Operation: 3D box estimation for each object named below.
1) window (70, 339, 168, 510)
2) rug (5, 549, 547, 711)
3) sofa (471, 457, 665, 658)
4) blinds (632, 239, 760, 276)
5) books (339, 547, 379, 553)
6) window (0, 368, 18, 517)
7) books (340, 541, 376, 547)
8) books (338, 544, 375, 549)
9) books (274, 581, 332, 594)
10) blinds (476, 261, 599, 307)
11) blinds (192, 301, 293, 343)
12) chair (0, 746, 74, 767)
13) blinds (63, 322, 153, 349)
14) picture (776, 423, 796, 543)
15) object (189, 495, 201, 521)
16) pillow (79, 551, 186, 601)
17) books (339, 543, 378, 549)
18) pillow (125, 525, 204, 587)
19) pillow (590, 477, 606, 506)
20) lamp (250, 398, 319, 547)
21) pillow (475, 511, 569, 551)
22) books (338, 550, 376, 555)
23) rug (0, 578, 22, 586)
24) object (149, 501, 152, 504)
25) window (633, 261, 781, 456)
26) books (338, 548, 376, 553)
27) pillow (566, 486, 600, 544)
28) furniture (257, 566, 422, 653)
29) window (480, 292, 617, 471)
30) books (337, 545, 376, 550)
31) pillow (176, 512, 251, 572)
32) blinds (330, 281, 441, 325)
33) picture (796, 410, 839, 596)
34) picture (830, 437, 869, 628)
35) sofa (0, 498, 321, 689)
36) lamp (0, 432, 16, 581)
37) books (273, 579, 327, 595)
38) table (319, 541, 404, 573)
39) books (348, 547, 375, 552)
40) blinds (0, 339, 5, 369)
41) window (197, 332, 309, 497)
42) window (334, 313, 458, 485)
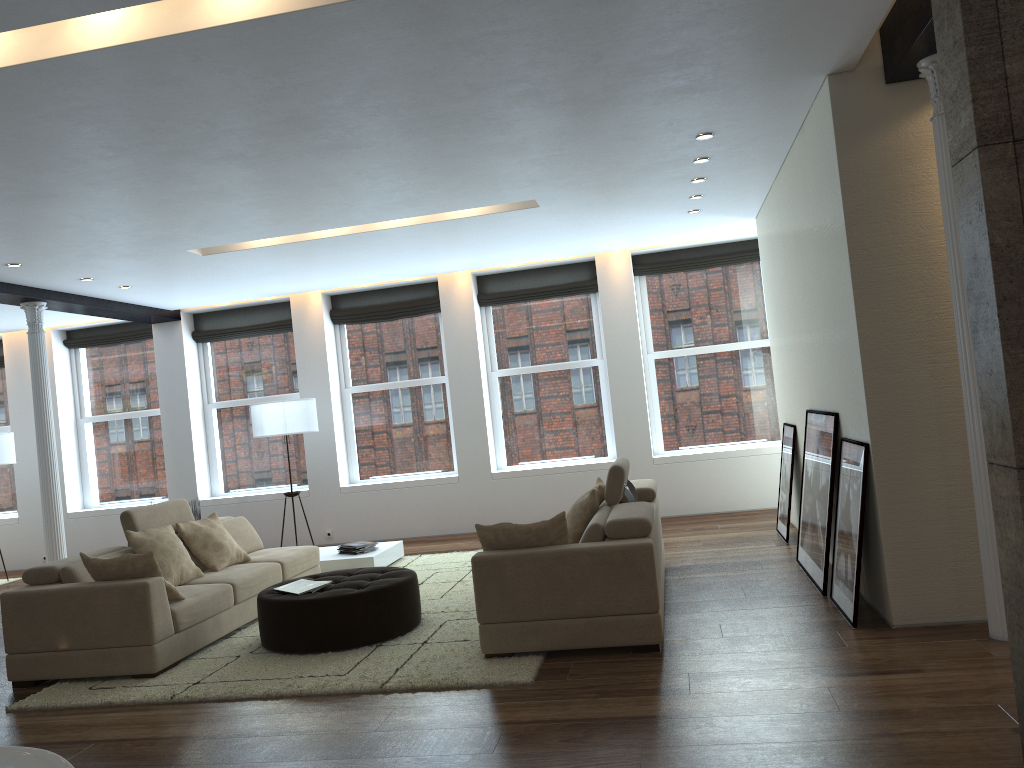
[{"bbox_3d":[-4.961,0.430,11.389,1.391,2.400,0.123,-6,-2,10],"label":"window"},{"bbox_3d":[-0.990,1.673,6.759,2.972,0.020,4.231,-6,-2,10],"label":"rug"},{"bbox_3d":[0.485,1.029,6.069,1.021,0.950,2.581,-6,-2,10],"label":"sofa"},{"bbox_3d":[2.157,-1.437,10.092,1.563,0.275,0.156,-6,-2,10],"label":"blinds"},{"bbox_3d":[-1.450,1.576,8.411,0.300,0.010,0.220,-7,-2,30],"label":"books"},{"bbox_3d":[-6.986,0.655,11.743,1.345,2.400,0.123,-6,-2,10],"label":"window"},{"bbox_3d":[-1.457,1.518,8.413,0.220,0.010,0.300,-5,-2,-40],"label":"books"},{"bbox_3d":[-1.473,1.529,8.395,0.220,0.010,0.300,-4,-2,-45],"label":"books"},{"bbox_3d":[-1.347,1.314,5.736,0.300,0.031,0.219,-7,-2,25],"label":"books"},{"bbox_3d":[0.299,-1.176,10.416,1.442,0.393,0.156,-6,-2,10],"label":"blinds"},{"bbox_3d":[-3.307,-0.775,11.031,1.431,0.395,0.183,-6,-2,10],"label":"blinds"},{"bbox_3d":[-0.978,1.100,1.394,0.495,0.835,0.581,-6,-2,10],"label":"chair"},{"bbox_3d":[-5.085,-0.638,11.359,1.396,0.275,0.156,-6,-2,10],"label":"blinds"},{"bbox_3d":[2.431,0.856,7.870,0.195,0.988,0.700,-6,-2,10],"label":"picture"},{"bbox_3d":[-3.627,1.673,10.207,0.458,0.781,0.458,-6,-2,9],"label":"object"},{"bbox_3d":[-2.368,1.207,5.540,0.518,0.393,0.395,-6,-2,13],"label":"pillow"},{"bbox_3d":[-1.455,1.538,8.412,0.300,0.010,0.220,-7,-2,25],"label":"books"},{"bbox_3d":[-2.471,1.219,6.330,0.301,0.439,0.534,-6,-2,13],"label":"pillow"},{"bbox_3d":[0.538,0.915,6.437,0.368,0.416,0.519,-6,-2,5],"label":"pillow"},{"bbox_3d":[-2.413,1.049,9.674,0.698,1.728,0.698,-7,-2,34],"label":"lamp"},{"bbox_3d":[0.078,0.936,5.112,0.518,0.393,0.395,-6,-2,6],"label":"pillow"},{"bbox_3d":[-1.467,1.587,8.393,0.220,0.010,0.300,-4,-2,-45],"label":"books"},{"bbox_3d":[-8.067,2.497,9.293,4.231,0.020,2.972,-6,-2,10],"label":"rug"},{"bbox_3d":[-4.122,1.721,10.073,0.458,0.781,0.458,-6,-2,9],"label":"object"},{"bbox_3d":[2.278,-0.373,10.122,1.563,2.400,0.123,-6,-2,10],"label":"window"},{"bbox_3d":[-1.469,1.568,8.394,0.220,0.010,0.300,-4,-2,-45],"label":"books"},{"bbox_3d":[0.441,0.896,5.820,0.301,0.439,0.534,-6,-2,6],"label":"pillow"},{"bbox_3d":[-1.140,1.476,5.892,1.057,0.355,1.057,-6,-2,12],"label":"furniture"},{"bbox_3d":[0.415,-0.166,10.448,1.443,2.400,0.123,-6,-2,10],"label":"window"},{"bbox_3d":[-1.471,1.548,8.394,0.300,0.010,0.220,-7,-2,35],"label":"books"},{"bbox_3d":[-2.349,1.235,6.942,0.368,0.416,0.519,-6,-2,14],"label":"pillow"},{"bbox_3d":[-1.503,-0.969,10.732,1.439,0.424,0.156,-6,-2,10],"label":"blinds"},{"bbox_3d":[2.104,0.764,6.146,0.225,1.140,1.183,-6,-2,10],"label":"picture"},{"bbox_3d":[1.948,0.825,5.137,0.195,0.988,0.700,-6,-2,10],"label":"picture"},{"bbox_3d":[-2.400,1.349,6.574,1.021,0.950,2.581,-6,-2,10],"label":"sofa"},{"bbox_3d":[-6.123,1.460,10.324,0.698,1.728,0.698,-7,-2,34],"label":"lamp"},{"bbox_3d":[-1.366,1.308,5.717,0.301,0.040,0.220,-8,-2,45],"label":"books"},{"bbox_3d":[-1.602,1.695,8.508,0.900,0.170,0.900,-6,-2,10],"label":"table"},{"bbox_3d":[-1.452,1.557,8.412,0.220,0.010,0.300,-5,-2,-30],"label":"books"},{"bbox_3d":[-7.104,-0.354,11.712,1.342,0.393,0.156,-6,-2,10],"label":"blinds"},{"bbox_3d":[-3.187,0.233,11.078,1.432,2.400,0.123,-6,-2,10],"label":"window"},{"bbox_3d":[-1.388,0.034,10.763,1.442,2.400,0.123,-6,-2,10],"label":"window"}]
